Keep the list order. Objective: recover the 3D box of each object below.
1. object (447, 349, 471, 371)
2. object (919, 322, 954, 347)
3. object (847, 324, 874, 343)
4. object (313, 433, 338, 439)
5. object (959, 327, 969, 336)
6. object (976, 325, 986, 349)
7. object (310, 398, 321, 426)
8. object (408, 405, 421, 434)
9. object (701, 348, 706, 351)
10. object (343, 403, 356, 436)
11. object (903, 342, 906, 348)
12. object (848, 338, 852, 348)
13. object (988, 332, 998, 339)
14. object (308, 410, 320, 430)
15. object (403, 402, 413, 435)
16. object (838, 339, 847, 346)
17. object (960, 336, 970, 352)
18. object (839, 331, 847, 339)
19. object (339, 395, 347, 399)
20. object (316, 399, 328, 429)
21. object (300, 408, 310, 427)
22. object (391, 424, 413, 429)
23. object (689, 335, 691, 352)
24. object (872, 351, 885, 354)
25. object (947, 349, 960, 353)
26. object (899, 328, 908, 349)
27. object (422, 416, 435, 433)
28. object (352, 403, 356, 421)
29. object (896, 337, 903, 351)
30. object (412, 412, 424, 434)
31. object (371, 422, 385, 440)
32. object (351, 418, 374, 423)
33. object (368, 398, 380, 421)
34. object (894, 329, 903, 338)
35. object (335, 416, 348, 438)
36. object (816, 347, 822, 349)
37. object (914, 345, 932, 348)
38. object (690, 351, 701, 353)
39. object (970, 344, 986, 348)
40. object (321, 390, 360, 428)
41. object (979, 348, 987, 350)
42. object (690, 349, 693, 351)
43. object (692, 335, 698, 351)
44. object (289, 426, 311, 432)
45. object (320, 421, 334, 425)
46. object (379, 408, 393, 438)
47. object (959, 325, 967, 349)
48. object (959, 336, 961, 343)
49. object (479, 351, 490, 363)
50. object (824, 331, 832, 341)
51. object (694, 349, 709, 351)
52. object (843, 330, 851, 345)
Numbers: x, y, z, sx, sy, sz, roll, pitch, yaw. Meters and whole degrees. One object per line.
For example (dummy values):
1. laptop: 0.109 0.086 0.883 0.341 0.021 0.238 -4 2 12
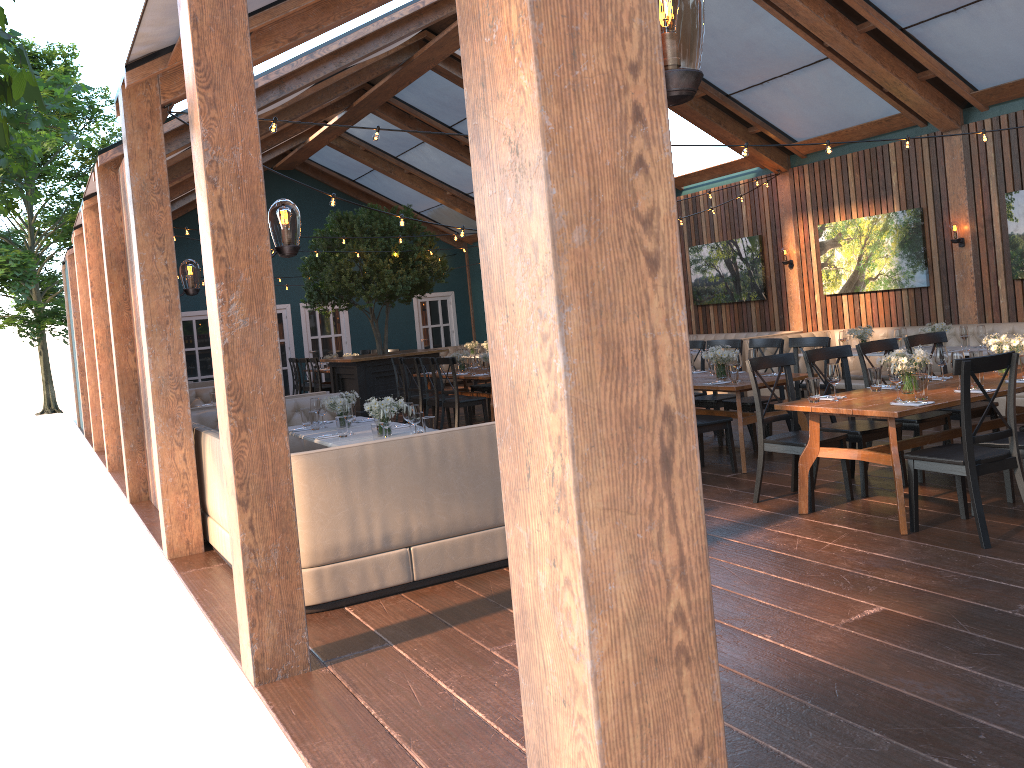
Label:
1. object: -0.759 -0.344 12.952 0.337 0.309 0.328 -7 3 -33
2. object: 4.618 -0.528 9.627 0.335 0.309 0.330 -3 3 36
3. object: 4.146 -0.549 10.454 0.329 0.309 0.337 -6 3 -6
4. object: -1.408 0.398 6.868 0.256 0.019 0.157 -8 5 -28
5. object: 4.707 -0.470 9.200 0.092 0.244 0.092 -5 1 14
6. object: 4.903 -0.491 9.234 0.092 0.244 0.092 -5 1 14
7. object: -1.720 0.245 7.751 0.092 0.244 0.092 -5 1 20
8. object: -0.676 0.271 6.185 0.092 0.244 0.092 -5 1 14
9. object: 2.845 -0.564 13.162 0.092 0.158 0.092 -5 2 8
10. object: -1.254 0.272 6.850 0.092 0.244 0.092 -5 1 14
11. object: 4.529 -0.490 10.219 0.092 0.158 0.091 -7 2 -42
12. object: 4.148 -0.510 10.922 0.092 0.158 0.091 -7 2 -42
13. object: 5.005 -0.454 9.188 0.092 0.158 0.091 -7 2 -42
14. object: -1.658 0.307 7.434 0.092 0.158 0.091 -7 2 -42
15. object: -0.741 0.259 6.412 0.092 0.244 0.092 -5 1 14
16. object: 3.921 -0.454 10.482 0.092 0.158 0.091 -7 2 -42
17. object: 4.665 -0.415 9.101 0.092 0.158 0.091 -7 2 -42
18. object: 3.963 -0.509 10.581 0.092 0.244 0.092 -5 1 20
19. object: -1.481 0.221 7.775 0.092 0.244 0.092 -5 1 20
20. object: -1.616 0.253 7.533 0.092 0.244 0.092 -5 1 20
21. object: -1.815 0.293 7.798 0.092 0.158 0.091 -7 2 -42
22. object: -0.924 0.338 7.055 0.256 0.019 0.157 -8 5 -28
23. object: 2.677 -0.613 13.434 0.092 0.244 0.092 -5 1 20
24. object: 4.170 -0.363 9.916 0.256 0.019 0.157 -8 5 -28
25. object: 4.553 -0.344 9.218 0.256 0.019 0.157 -8 5 -28
26. object: 4.480 -0.521 10.119 0.092 0.244 0.092 -5 1 14
27. object: -0.573 0.308 6.140 0.092 0.158 0.091 -7 2 -42
28. object: -1.431 0.252 7.874 0.092 0.158 0.091 -7 2 -42
29. object: 4.283 -0.434 9.799 0.092 0.158 0.091 -7 2 -42
30. object: -0.692 0.289 6.511 0.092 0.158 0.091 -7 2 -42
31. object: -0.914 0.346 6.053 0.092 0.158 0.091 -7 2 -42
32. object: -1.306 0.319 7.759 0.256 0.019 0.157 -8 5 -28
33. object: -1.099 0.241 7.071 0.092 0.244 0.092 -5 1 14
34. object: 4.324 -0.489 9.898 0.092 0.244 0.092 -5 1 14
35. object: -1.296 0.327 6.751 0.092 0.158 0.091 -7 2 -42
36. object: 3.764 -0.468 10.846 0.092 0.158 0.091 -7 2 -42
37. object: 4.654 -0.423 10.104 0.256 0.019 0.157 -8 5 -28
38. object: 2.736 -0.474 13.043 0.158 0.019 0.255 -8 5 -28
39. object: 5.012 -0.405 9.444 0.256 0.019 0.157 -8 5 -28
40. object: -1.428 0.212 7.408 0.329 0.309 0.337 -6 3 -6
41. object: 4.896 -0.364 9.070 0.158 0.019 0.255 -8 5 -28
42. object: 2.727 -0.582 13.533 0.092 0.158 0.091 -7 2 -42
43. object: 2.742 -0.601 13.207 0.092 0.244 0.092 -5 1 20
44. object: -1.770 0.379 7.551 0.256 0.019 0.157 -8 5 -28
45. object: -1.692 0.343 7.918 0.158 0.019 0.255 -8 5 -28
46. object: -0.872 0.292 6.151 0.092 0.244 0.092 -5 1 14
47. object: 4.837 -0.503 9.460 0.092 0.244 0.092 -5 1 14
48. object: 4.887 -0.472 9.560 0.092 0.158 0.091 -7 2 -42
49. object: -0.285 -0.315 12.017 0.328 0.309 0.337 -5 3 9
50. object: 3.859 -0.516 10.800 0.092 0.244 0.092 -5 1 20
51. object: 2.852 -0.515 13.418 0.256 0.019 0.157 -8 5 -28
52. object: 4.098 -0.541 10.823 0.092 0.244 0.092 -5 1 20
